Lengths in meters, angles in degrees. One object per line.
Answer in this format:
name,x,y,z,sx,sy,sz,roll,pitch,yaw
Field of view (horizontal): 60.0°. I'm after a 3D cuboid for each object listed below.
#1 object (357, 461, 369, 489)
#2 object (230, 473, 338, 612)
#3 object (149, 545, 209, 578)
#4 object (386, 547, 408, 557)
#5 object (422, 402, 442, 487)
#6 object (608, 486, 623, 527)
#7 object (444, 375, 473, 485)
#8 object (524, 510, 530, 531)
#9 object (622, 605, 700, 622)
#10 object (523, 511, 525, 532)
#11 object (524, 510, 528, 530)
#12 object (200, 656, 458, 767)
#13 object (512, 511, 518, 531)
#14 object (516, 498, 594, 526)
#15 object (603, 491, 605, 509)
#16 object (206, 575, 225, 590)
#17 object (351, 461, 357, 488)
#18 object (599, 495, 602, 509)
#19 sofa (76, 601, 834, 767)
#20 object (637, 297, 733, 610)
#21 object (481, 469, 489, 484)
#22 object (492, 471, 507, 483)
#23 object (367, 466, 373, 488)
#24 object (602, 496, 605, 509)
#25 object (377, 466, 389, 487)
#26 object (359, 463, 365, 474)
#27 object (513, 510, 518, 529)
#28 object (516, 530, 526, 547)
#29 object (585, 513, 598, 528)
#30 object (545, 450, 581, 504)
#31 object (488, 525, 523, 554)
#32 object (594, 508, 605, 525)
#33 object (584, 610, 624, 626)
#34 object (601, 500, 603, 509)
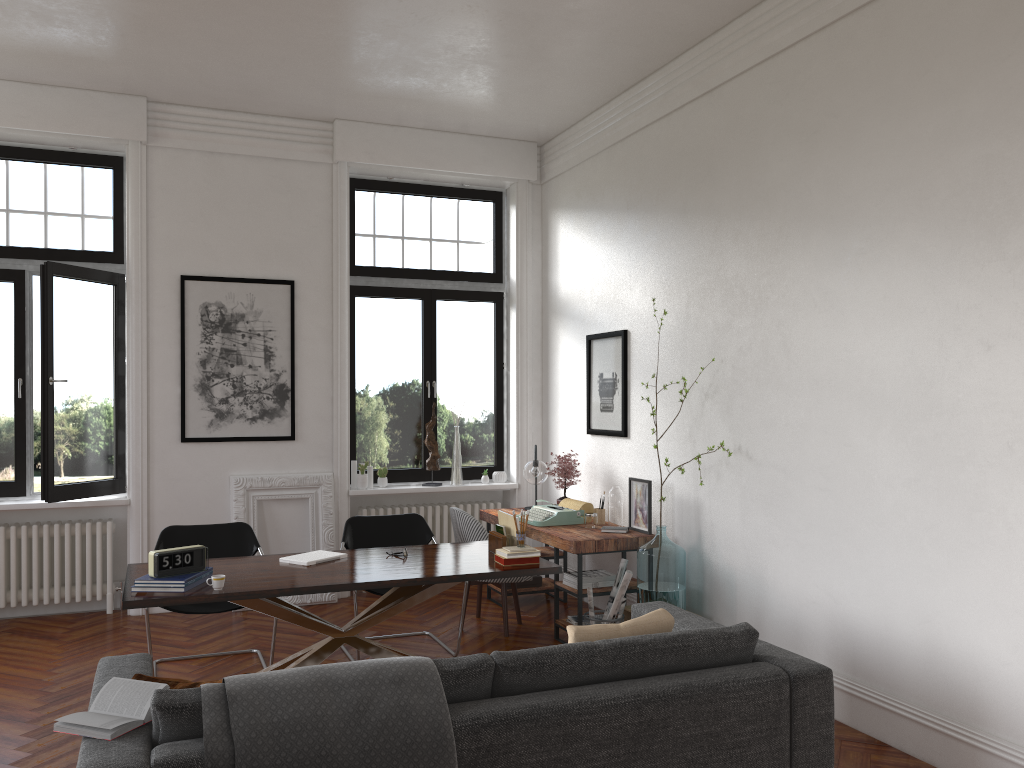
object,-1.283,0.782,7.613,0.102,0.244,0.098,0,0,-44
object,-1.852,1.272,7.219,0.830,1.062,0.233,0,0,-22
object,-1.652,0.880,4.402,0.082,0.125,0.275,0,-1,42
object,-0.659,0.992,5.248,0.133,0.047,0.114,-1,-1,31
object,-0.712,0.535,7.896,0.165,0.753,0.143,0,0,20
object,0.747,0.886,6.387,0.111,0.302,0.111,0,0,15
object,-0.445,0.386,7.976,0.296,1.054,0.289,0,0,-19
object,0.079,0.819,5.072,0.044,0.194,0.008,0,0,8
object,0.963,1.634,5.763,0.341,0.316,0.435,0,-1,-22
object,0.067,0.818,5.050,0.008,0.195,0.036,0,0,-10
object,0.076,0.818,5.083,0.038,0.195,0.008,0,0,4
object,-0.586,1.117,2.816,0.752,0.387,0.400,0,0,-22
object,0.025,0.820,5.063,0.049,0.193,0.008,0,0,-18
object,0.300,0.964,6.754,0.484,0.149,0.535,0,-1,-23
object,0.679,0.919,6.606,0.028,0.239,0.023,0,0,-25
object,-1.438,0.967,4.317,0.082,0.065,0.064,0,0,-1
object,-1.370,0.785,7.692,0.051,0.238,0.051,0,0,13
object,0.655,0.936,6.616,0.008,0.207,0.054,0,0,33
sofa,-0.212,1.366,3.492,2.645,0.829,1.262,0,-1,-22
object,1.094,0.447,5.627,0.353,2.058,0.807,0,0,-41
object,-0.244,0.842,8.078,0.072,0.134,0.072,0,0,3
object,-0.115,0.863,8.220,0.132,0.097,0.134,0,-1,38
object,-1.232,0.810,7.702,0.051,0.188,0.051,0,0,13
object,0.673,0.935,6.594,0.008,0.207,0.054,0,0,-39
object,-1.135,0.813,7.793,0.097,0.185,0.099,0,0,1
object,-1.302,0.798,7.699,0.051,0.213,0.051,0,0,13
object,0.028,0.820,5.090,0.049,0.193,0.008,0,0,37
object,0.052,0.886,5.073,0.058,0.091,0.058,0,0,-35
object,0.573,0.987,6.411,0.093,0.101,0.093,0,0,-30
object,0.420,0.785,7.165,0.290,0.529,0.308,0,0,23
object,-0.033,0.931,5.323,0.150,0.166,0.228,0,-1,-22
object,0.651,0.985,6.598,0.058,0.113,0.075,0,0,-22
object,0.594,1.641,5.717,0.261,0.305,0.261,0,0,33
object,0.667,0.936,6.617,0.054,0.207,0.008,0,0,-35
